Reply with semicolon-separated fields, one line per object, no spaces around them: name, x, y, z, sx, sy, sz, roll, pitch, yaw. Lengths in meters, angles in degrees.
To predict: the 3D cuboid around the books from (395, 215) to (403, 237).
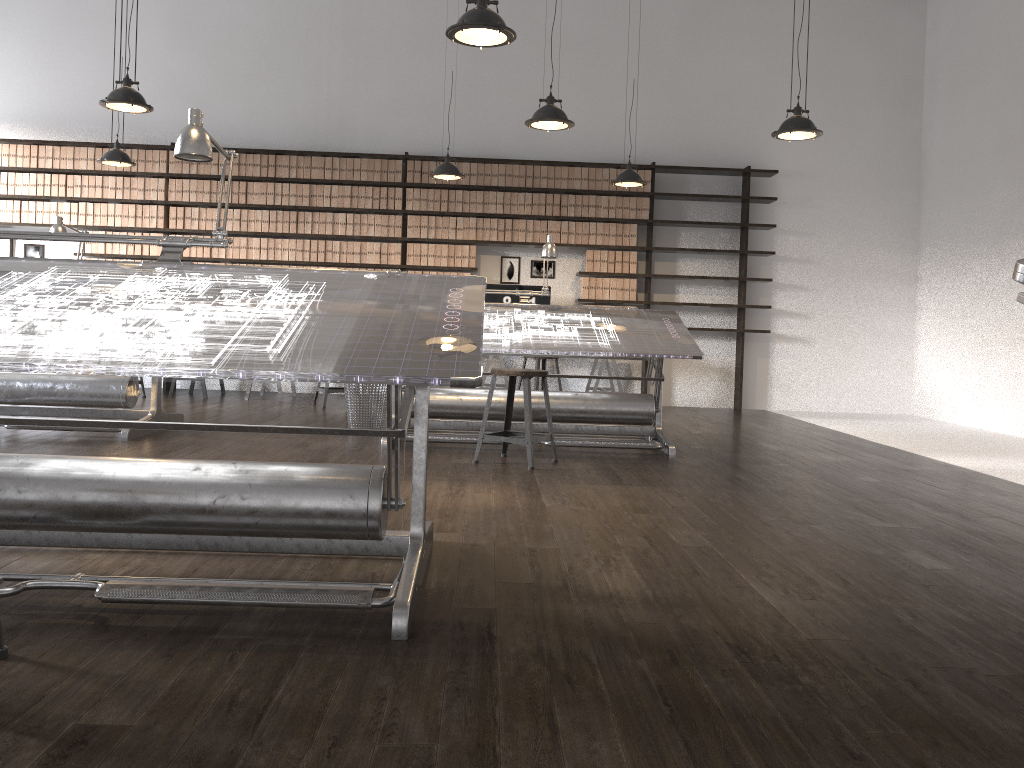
books;-1.135;-1.573;8.917;0.067;0.225;0.175;2;2;-2

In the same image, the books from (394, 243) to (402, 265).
books;-1.142;-1.296;8.914;0.067;0.225;0.175;2;2;-2

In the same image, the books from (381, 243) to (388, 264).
books;-1.277;-1.301;8.916;0.067;0.225;0.175;2;2;-2

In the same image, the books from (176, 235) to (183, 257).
books;-3.297;-1.368;8.855;0.067;0.225;0.175;2;2;-2

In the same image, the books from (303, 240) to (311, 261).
books;-2.048;-1.327;8.893;0.067;0.225;0.175;2;2;-2

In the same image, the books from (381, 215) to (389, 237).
books;-1.268;-1.577;8.907;0.067;0.225;0.175;2;2;-2

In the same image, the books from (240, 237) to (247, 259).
books;-2.667;-1.347;8.872;0.067;0.225;0.175;2;2;-2

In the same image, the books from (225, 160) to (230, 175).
books;-2.809;-2.182;8.864;0.067;0.225;0.175;2;2;-2

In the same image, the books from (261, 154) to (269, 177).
books;-2.462;-2.170;8.876;0.067;0.225;0.175;2;2;-2

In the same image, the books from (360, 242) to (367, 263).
books;-1.476;-1.307;8.910;0.067;0.225;0.175;2;2;-2

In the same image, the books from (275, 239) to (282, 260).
books;-2.325;-1.336;8.889;0.067;0.225;0.174;2;2;-2

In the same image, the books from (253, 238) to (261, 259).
books;-2.537;-1.343;8.879;0.067;0.225;0.175;2;2;-2

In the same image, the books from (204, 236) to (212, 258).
books;-3.022;-1.359;8.863;0.067;0.225;0.175;2;2;-2

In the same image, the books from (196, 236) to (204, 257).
books;-3.096;-1.362;8.867;0.067;0.225;0.175;2;2;-2

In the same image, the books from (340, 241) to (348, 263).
books;-1.681;-1.314;8.905;0.067;0.225;0.174;2;2;-2

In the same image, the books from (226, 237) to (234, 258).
books;-2.805;-1.352;8.874;0.067;0.225;0.174;2;2;-2

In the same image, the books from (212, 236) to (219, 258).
books;-2.947;-1.357;8.871;0.067;0.225;0.175;2;2;-2

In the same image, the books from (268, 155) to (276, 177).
books;-2.387;-2.167;8.872;0.067;0.225;0.175;2;2;-2

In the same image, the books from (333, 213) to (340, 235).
books;-1.751;-1.594;8.899;0.067;0.225;0.175;2;2;-2

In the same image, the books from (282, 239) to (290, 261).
books;-2.255;-1.334;8.887;0.067;0.225;0.174;2;2;-2

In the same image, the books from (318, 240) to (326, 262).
books;-1.898;-1.321;8.894;0.067;0.225;0.175;2;2;-2

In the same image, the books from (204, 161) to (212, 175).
books;-3.014;-2.189;8.859;0.067;0.225;0.175;2;2;-2

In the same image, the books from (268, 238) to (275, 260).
books;-2.395;-1.338;8.885;0.067;0.225;0.175;2;2;-2

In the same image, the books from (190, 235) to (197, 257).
books;-3.161;-1.364;8.863;0.067;0.225;0.175;2;2;-2

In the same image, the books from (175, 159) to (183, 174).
books;-3.298;-2.198;8.846;0.067;0.225;0.175;2;2;-2

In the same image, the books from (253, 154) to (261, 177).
books;-2.533;-2.172;8.869;0.067;0.225;0.174;2;2;-2

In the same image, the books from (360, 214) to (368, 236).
books;-1.476;-1.585;8.909;0.067;0.225;0.174;2;2;-2

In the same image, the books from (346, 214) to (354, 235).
books;-1.616;-1.589;8.899;0.067;0.225;0.175;2;2;-2

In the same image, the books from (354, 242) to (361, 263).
books;-1.543;-1.309;8.903;0.067;0.225;0.175;2;2;-2

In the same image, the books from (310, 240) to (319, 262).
books;-1.972;-1.324;8.898;0.067;0.225;0.175;2;2;-2

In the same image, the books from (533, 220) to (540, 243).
books;0.245;-1.533;8.956;0.067;0.225;0.174;2;2;-2

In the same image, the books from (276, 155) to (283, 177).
books;-2.313;-2.165;8.880;0.067;0.225;0.175;2;2;-2

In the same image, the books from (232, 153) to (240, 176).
books;-2.742;-2.179;8.862;0.067;0.225;0.175;2;2;-2

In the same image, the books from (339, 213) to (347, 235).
books;-1.689;-1.592;8.899;0.067;0.225;0.175;2;2;-2

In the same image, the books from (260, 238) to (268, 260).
books;-2.465;-1.341;8.879;0.067;0.225;0.175;2;2;-2

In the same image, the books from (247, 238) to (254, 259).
books;-2.600;-1.345;8.879;0.067;0.225;0.175;2;2;-2

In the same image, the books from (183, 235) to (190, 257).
books;-3.225;-1.366;8.856;0.067;0.225;0.175;2;2;-2

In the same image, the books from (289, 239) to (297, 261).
books;-2.183;-1.331;8.885;0.067;0.225;0.175;2;2;-2

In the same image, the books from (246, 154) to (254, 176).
books;-2.604;-2.175;8.871;0.067;0.225;0.174;2;2;-2

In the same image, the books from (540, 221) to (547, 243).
books;0.315;-1.530;8.956;0.067;0.225;0.175;2;2;-2

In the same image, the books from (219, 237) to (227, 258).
books;-2.876;-1.354;8.868;0.067;0.225;0.174;2;2;-2

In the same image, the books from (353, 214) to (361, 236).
books;-1.546;-1.587;8.905;0.067;0.225;0.175;2;2;-2

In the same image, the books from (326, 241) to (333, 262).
books;-1.823;-1.319;8.902;0.067;0.225;0.175;2;2;-2

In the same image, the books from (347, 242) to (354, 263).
books;-1.610;-1.312;8.907;0.067;0.225;0.175;2;2;-2

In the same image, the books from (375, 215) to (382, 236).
books;-1.334;-1.580;8.906;0.067;0.225;0.175;2;2;-2

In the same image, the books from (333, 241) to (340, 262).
books;-1.752;-1.316;8.899;0.067;0.225;0.174;2;2;-2

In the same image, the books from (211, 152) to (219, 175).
books;-2.944;-2.186;8.857;0.067;0.225;0.175;2;2;-2

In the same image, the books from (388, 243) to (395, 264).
books;-1.207;-1.298;8.919;0.067;0.225;0.174;2;2;-2

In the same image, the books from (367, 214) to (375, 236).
books;-1.407;-1.582;8.907;0.067;0.225;0.174;2;2;-2

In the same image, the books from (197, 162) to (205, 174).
books;-3.084;-2.191;8.859;0.067;0.225;0.174;2;2;-2

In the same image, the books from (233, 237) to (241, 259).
books;-2.734;-1.350;8.876;0.067;0.225;0.175;2;2;-2

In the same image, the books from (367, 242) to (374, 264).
books;-1.413;-1.305;8.910;0.067;0.225;0.175;2;2;-2

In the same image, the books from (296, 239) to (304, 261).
books;-2.111;-1.328;8.887;0.067;0.225;0.175;2;2;-2

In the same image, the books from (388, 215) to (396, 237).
books;-1.205;-1.575;8.914;0.067;0.225;0.175;2;2;-2

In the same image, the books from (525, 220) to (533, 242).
books;0.175;-1.535;8.951;0.067;0.225;0.174;2;2;-2

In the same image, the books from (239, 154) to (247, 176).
books;-2.675;-2.177;8.869;0.067;0.225;0.175;2;2;-2

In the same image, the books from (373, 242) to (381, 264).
books;-1.347;-1.303;8.910;0.067;0.225;0.175;2;2;-2
